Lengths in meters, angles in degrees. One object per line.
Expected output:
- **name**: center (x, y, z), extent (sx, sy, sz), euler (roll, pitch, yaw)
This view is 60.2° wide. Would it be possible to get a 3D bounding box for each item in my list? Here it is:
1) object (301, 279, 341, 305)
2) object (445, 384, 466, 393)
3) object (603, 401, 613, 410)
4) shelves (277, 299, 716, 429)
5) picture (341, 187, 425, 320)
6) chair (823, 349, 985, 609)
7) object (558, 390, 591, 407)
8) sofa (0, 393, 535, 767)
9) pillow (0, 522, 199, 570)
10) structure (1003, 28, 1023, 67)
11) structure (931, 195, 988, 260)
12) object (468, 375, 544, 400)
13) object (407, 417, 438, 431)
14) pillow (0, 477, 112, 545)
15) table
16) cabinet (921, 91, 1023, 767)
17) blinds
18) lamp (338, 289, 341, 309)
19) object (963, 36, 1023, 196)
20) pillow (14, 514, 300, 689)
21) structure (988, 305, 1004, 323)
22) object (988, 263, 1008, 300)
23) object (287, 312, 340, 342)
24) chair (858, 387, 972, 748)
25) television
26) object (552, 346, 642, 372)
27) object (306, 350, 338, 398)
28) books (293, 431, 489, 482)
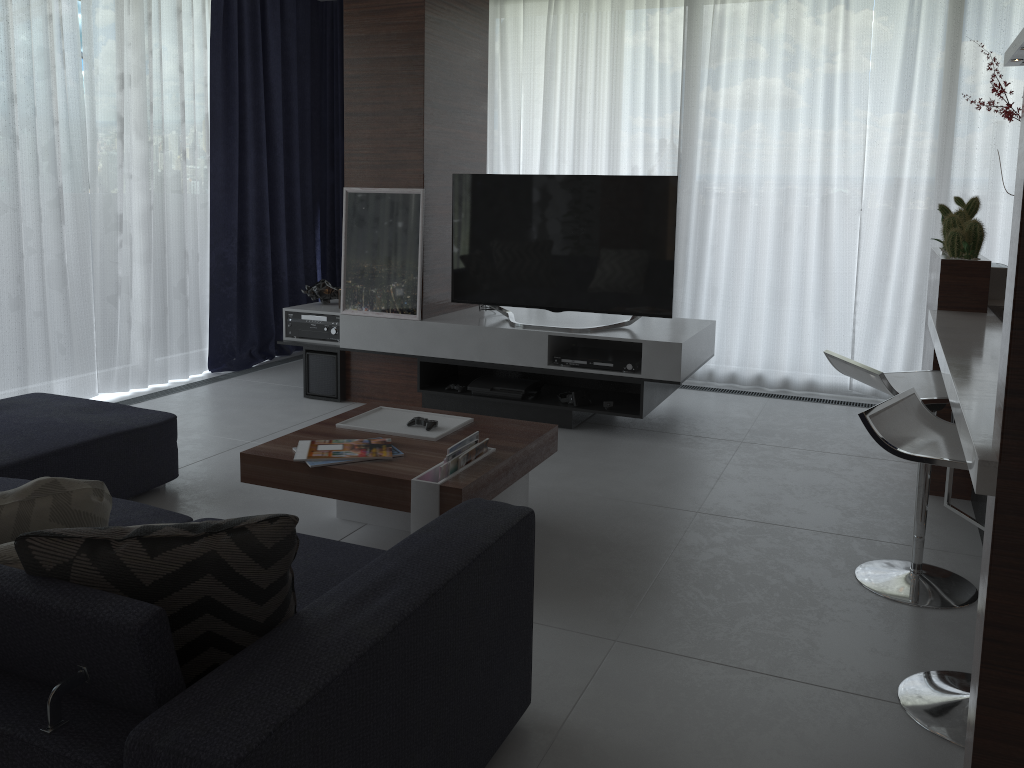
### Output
- **object**: center (-1.119, -0.560, 5.357), extent (0.311, 0.148, 0.139), euler (-3, 10, -19)
- **object**: center (-0.299, 0.018, 4.758), extent (0.113, 0.036, 0.071), euler (10, 14, 35)
- **object**: center (0.481, 0.107, 4.399), extent (0.044, 0.043, 0.044), euler (5, 11, 23)
- **shelves**: center (-0.108, -0.149, 5.057), extent (2.355, 0.493, 0.883), euler (6, 12, 23)
- **picture**: center (-0.708, -0.712, 4.801), extent (0.501, 0.692, 0.053), euler (5, 8, 23)
- **chair**: center (1.238, 0.273, 2.733), extent (0.464, 0.700, 0.401), euler (0, 8, -4)
- **object**: center (0.309, 0.058, 4.534), extent (0.117, 0.078, 0.185), euler (-7, 14, -36)
- **sofa**: center (-1.288, 0.326, 2.496), extent (2.880, 0.600, 1.921), euler (6, 13, 23)
- **pillow**: center (-0.713, 0.364, 1.619), extent (0.416, 0.291, 0.334), euler (-2, 10, -15)
- **structure**: center (2.225, -1.683, 3.383), extent (0.447, 0.750, 1.056), euler (5, 11, 23)
- **structure**: center (1.979, -0.702, 3.920), extent (0.223, 0.282, 1.011), euler (5, 12, 25)
- **object**: center (-0.030, 0.012, 4.735), extent (0.315, 0.066, 0.317), euler (6, 13, 23)
- **object**: center (-0.319, 0.138, 3.183), extent (0.113, 0.036, 0.071), euler (10, 14, 35)
- **pillow**: center (-0.985, 0.332, 1.704), extent (0.419, 0.347, 0.283), euler (-3, 10, -24)
- **table**: center (-0.358, 0.347, 3.081), extent (0.802, 0.348, 0.815), euler (6, 12, 23)
- **cabinet**: center (1.796, -0.648, 2.755), extent (0.788, 2.519, 3.372), euler (4, 11, 23)
- **blinds**: center (-0.330, -0.761, 2.573), extent (5.818, 2.737, 7.213), euler (7, 13, 26)
- **lamp**: center (-0.962, -0.538, 5.126), extent (0.077, 0.208, 0.155), euler (-1, 9, -18)
- **object**: center (1.001, -0.277, 1.647), extent (0.388, 0.726, 0.200), euler (2, 8, 4)
- **pillow**: center (-0.546, 0.370, 1.437), extent (0.415, 0.381, 0.224), euler (0, 9, -7)
- **structure**: center (2.066, -0.219, 3.244), extent (0.505, 0.056, 0.772), euler (6, 13, 22)
- **object**: center (2.252, -0.474, 4.065), extent (0.222, 0.143, 0.348), euler (6, 12, 22)
- **object**: center (-1.073, -0.358, 5.227), extent (0.370, 0.148, 0.373), euler (6, 12, 23)
- **chair**: center (1.087, 0.415, 2.058), extent (0.467, 0.700, 0.399), euler (9, 11, 40)
- **television**: center (0.247, -0.695, 4.611), extent (1.233, 0.777, 0.300), euler (6, 9, 23)
- **object**: center (0.466, -0.127, 4.514), extent (0.431, 0.052, 0.339), euler (6, 13, 23)
- **object**: center (-1.033, -0.073, 5.129), extent (0.214, 0.248, 0.257), euler (5, 10, 23)
- **books**: center (3.391, 0.412, 2.713), extent (8.234, 0.368, 0.410), euler (2, 10, 2)
